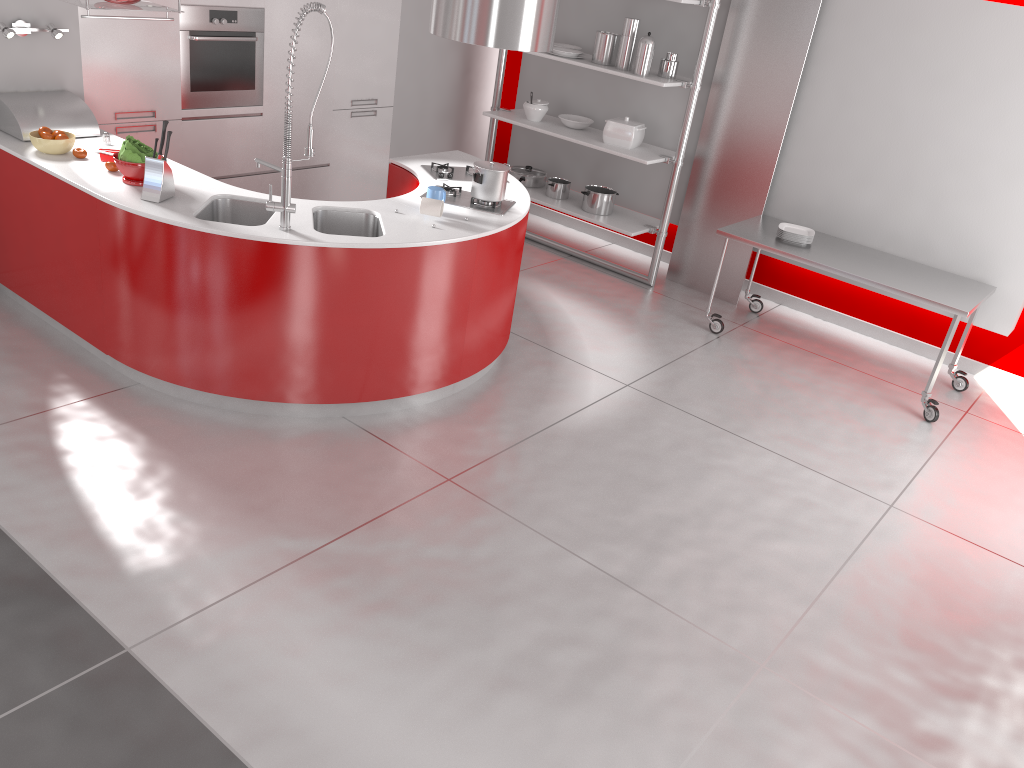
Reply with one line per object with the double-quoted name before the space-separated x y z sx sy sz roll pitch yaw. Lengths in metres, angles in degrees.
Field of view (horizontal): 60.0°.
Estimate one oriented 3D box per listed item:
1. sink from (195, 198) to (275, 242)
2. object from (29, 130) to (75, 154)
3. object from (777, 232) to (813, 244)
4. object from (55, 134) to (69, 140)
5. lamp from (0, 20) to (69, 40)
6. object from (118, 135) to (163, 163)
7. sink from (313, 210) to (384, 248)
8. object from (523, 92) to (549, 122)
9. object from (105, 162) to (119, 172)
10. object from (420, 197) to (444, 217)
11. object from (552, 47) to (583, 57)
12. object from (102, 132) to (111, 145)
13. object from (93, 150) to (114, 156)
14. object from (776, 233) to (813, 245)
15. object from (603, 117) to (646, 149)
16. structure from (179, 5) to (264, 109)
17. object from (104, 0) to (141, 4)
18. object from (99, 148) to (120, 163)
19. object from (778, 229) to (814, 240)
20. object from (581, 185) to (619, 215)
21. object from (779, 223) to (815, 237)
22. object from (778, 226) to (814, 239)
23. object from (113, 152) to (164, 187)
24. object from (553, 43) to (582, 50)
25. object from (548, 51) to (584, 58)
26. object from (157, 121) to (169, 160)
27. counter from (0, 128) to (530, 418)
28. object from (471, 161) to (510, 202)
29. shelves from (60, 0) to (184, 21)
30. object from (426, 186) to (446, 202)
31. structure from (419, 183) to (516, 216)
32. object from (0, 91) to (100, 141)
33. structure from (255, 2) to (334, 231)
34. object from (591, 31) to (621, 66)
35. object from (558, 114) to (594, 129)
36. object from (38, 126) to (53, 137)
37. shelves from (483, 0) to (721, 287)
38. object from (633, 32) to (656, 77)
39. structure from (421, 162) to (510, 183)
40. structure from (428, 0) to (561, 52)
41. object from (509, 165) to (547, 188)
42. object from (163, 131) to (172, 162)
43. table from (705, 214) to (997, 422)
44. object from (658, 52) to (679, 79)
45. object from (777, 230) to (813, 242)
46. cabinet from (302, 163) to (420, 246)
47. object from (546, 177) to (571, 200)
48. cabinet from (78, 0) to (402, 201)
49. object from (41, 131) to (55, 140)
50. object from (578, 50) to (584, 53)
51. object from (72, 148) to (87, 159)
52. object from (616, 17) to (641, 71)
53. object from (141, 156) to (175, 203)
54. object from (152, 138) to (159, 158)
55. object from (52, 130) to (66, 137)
"sink" -1.246 -0.691 4.033 0.326 0.172 0.428 7 27 -4
"object" -2.246 -1.177 4.341 0.201 0.086 0.201 27 32 31
"object" 1.800 -0.937 5.650 0.228 0.020 0.228 17 28 14
"object" -2.196 -1.195 4.325 0.062 0.049 0.066 -17 37 -41
"lamp" -2.438 -1.779 4.465 0.155 0.081 0.454 26 31 30
"object" -1.706 -1.038 4.081 0.198 0.182 0.193 30 33 35
"sink" -0.767 -0.654 4.112 0.326 0.172 0.428 2 28 -15
"object" 0.180 -2.092 6.674 0.192 0.214 0.192 19 28 19
"object" -1.896 -1.033 4.208 0.064 0.048 0.063 15 27 11
"object" -0.381 -0.851 4.251 0.100 0.080 0.109 11 27 4
"object" 0.381 -2.361 6.326 0.244 0.042 0.244 18 28 17
"object" -2.102 -1.274 4.595 0.042 0.066 0.043 -13 34 -37
"object" -1.918 -1.130 4.424 0.375 0.008 0.041 14 27 10
"object" 1.798 -0.928 5.654 0.228 0.020 0.228 17 28 14
"object" 0.803 -1.807 6.335 0.282 0.197 0.235 21 29 22
"structure" -1.765 -2.001 5.456 0.050 0.589 0.599 26 31 30
"object" -1.719 -1.803 3.866 0.213 0.266 0.213 -4 29 -24
"object" -1.972 -1.140 4.442 0.168 0.006 0.266 -5 30 -26
"object" 1.803 -0.955 5.640 0.228 0.020 0.228 17 28 14
"object" 0.645 -1.367 6.592 0.240 0.161 0.259 17 28 16
"object" 1.806 -0.973 5.631 0.228 0.020 0.228 17 28 14
"object" 1.804 -0.964 5.636 0.228 0.020 0.228 17 28 14
"object" -1.722 -0.994 4.109 0.229 0.118 0.228 12 27 5
"object" 0.395 -2.491 6.586 0.244 0.042 0.244 22 29 23
"object" 0.379 -2.349 6.332 0.280 0.015 0.280 -3 29 -23
"object" -1.553 -0.991 3.915 0.014 0.322 0.150 12 27 5
"counter" -1.289 -0.648 4.678 2.865 0.880 1.868 -1 28 -19
"object" -0.115 -1.055 4.586 0.189 0.185 0.218 8 27 -3
"shelves" -1.907 -2.198 3.851 0.934 1.023 0.462 26 31 30
"object" -0.377 -0.917 4.364 0.080 0.100 0.109 13 27 7
"structure" -0.226 -0.982 4.653 0.457 0.037 0.303 13 27 8
"object" -2.420 -1.399 4.613 0.300 0.170 0.400 26 31 30
"structure" -0.918 -1.105 3.690 0.308 0.920 0.178 4 27 -11
"object" 0.652 -2.346 6.197 0.184 0.205 0.172 30 33 35
"object" 0.477 -1.963 6.674 0.272 0.072 0.272 9 27 -1
"object" -2.294 -1.234 4.361 0.055 0.058 0.066 18 28 18
"shelves" 0.568 -2.195 6.399 1.735 2.599 0.535 26 31 30
"object" 0.891 -2.206 5.923 0.115 0.274 0.115 22 29 24
"structure" -0.271 -1.229 5.125 0.457 0.037 0.303 -3 29 -23
"structure" -0.040 -2.186 4.350 0.644 0.958 0.644 10 27 1
"object" 0.091 -1.653 7.010 0.407 0.130 0.308 -17 37 -42
"object" -1.530 -0.968 3.911 0.012 0.279 0.130 12 27 5
"table" 2.093 -0.471 5.634 1.627 0.682 0.749 27 32 31
"object" 1.070 -2.171 6.041 0.127 0.157 0.127 -15 35 -39
"object" 1.801 -0.946 5.645 0.228 0.020 0.228 17 28 14
"cabinet" -1.467 -0.791 4.831 1.875 0.761 1.025 5 27 -9
"object" 0.354 -1.500 6.804 0.182 0.122 0.196 6 27 -7
"cabinet" -1.853 -2.024 5.928 0.614 2.026 2.398 26 31 30
"object" -2.260 -1.203 4.320 0.065 0.052 0.062 18 28 17
"object" 0.393 -2.479 6.592 0.280 0.015 0.280 1 28 -17
"object" -2.107 -1.123 4.323 0.065 0.047 0.063 26 31 30
"object" 0.790 -2.310 6.035 0.109 0.329 0.110 25 31 28
"object" -1.570 -0.913 3.925 0.091 0.178 0.137 13 27 7
"object" -1.582 -0.981 3.916 0.009 0.197 0.091 12 27 5
"object" -2.233 -1.225 4.372 0.066 0.049 0.062 24 30 28
